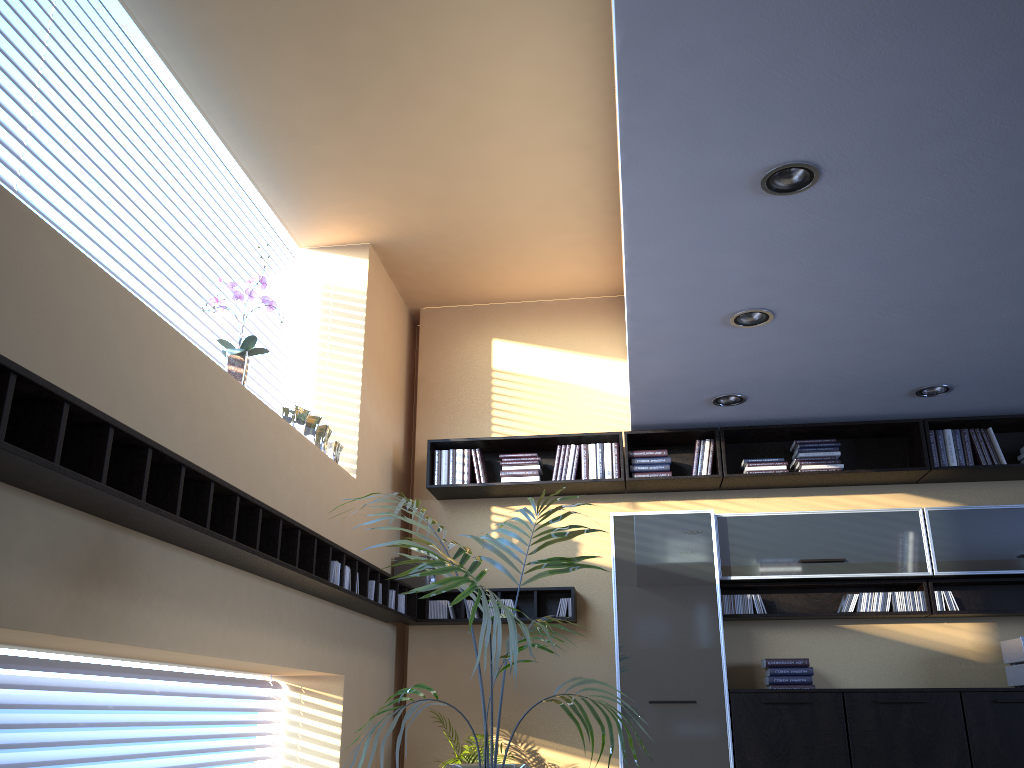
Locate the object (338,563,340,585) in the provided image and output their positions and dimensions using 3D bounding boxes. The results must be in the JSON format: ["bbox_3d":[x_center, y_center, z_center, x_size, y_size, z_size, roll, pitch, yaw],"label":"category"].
[{"bbox_3d":[-0.935,0.958,4.441,0.140,0.117,0.006,-3,-20,7],"label":"object"}]

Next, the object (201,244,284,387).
[{"bbox_3d":[-1.234,-0.276,4.080,0.352,0.689,0.440,4,-20,-12],"label":"object"}]

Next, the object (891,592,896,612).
[{"bbox_3d":[2.379,1.375,5.566,0.009,0.119,0.143,-3,-20,7],"label":"object"}]

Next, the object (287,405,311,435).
[{"bbox_3d":[-1.138,0.210,4.618,0.126,0.158,0.134,-10,-22,26],"label":"object"}]

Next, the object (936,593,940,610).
[{"bbox_3d":[2.637,1.362,5.532,0.009,0.119,0.143,-3,-20,7],"label":"object"}]

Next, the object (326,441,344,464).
[{"bbox_3d":[-1.057,0.420,5.165,0.117,0.148,0.125,-3,-20,8],"label":"object"}]

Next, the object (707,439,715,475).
[{"bbox_3d":[1.327,0.523,5.942,0.075,0.257,0.209,-3,-20,7],"label":"object"}]

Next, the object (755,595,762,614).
[{"bbox_3d":[1.570,1.418,5.674,0.030,0.119,0.143,-3,-20,7],"label":"object"}]

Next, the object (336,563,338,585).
[{"bbox_3d":[-0.937,0.944,4.403,0.142,0.119,0.009,-3,-20,7],"label":"object"}]

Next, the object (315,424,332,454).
[{"bbox_3d":[-1.089,0.329,4.955,0.137,0.172,0.145,1,-20,-2],"label":"object"}]

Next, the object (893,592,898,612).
[{"bbox_3d":[2.389,1.374,5.563,0.009,0.119,0.143,-3,-20,7],"label":"object"}]

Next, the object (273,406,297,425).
[{"bbox_3d":[-1.156,0.185,4.488,0.095,0.112,0.090,-18,-26,40],"label":"object"}]

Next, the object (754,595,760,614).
[{"bbox_3d":[1.559,1.417,5.672,0.030,0.119,0.143,-3,-20,7],"label":"object"}]

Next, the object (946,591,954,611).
[{"bbox_3d":[2.708,1.359,5.523,0.030,0.119,0.143,-3,-20,7],"label":"object"}]

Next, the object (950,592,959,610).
[{"bbox_3d":[2.733,1.359,5.521,0.036,0.115,0.141,-3,-20,8],"label":"object"}]

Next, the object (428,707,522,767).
[{"bbox_3d":[-0.225,2.533,5.164,0.691,1.230,0.844,-17,-26,38],"label":"object"}]

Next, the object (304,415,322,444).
[{"bbox_3d":[-1.116,0.266,4.788,0.137,0.172,0.145,12,-23,-30],"label":"object"}]

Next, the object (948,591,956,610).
[{"bbox_3d":[2.718,1.359,5.523,0.026,0.116,0.141,-3,-20,8],"label":"object"}]

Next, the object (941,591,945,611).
[{"bbox_3d":[2.667,1.361,5.528,0.006,0.117,0.141,-3,-20,7],"label":"object"}]

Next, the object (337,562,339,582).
[{"bbox_3d":[-0.936,0.948,4.412,0.142,0.119,0.009,-3,-20,8],"label":"object"}]

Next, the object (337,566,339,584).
[{"bbox_3d":[-0.936,0.951,4.422,0.140,0.117,0.006,-3,-20,8],"label":"object"}]

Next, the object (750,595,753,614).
[{"bbox_3d":[1.529,1.419,5.679,0.009,0.119,0.143,-3,-20,7],"label":"object"}]

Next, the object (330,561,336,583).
[{"bbox_3d":[-0.945,0.930,4.361,0.142,0.117,0.040,-3,-20,7],"label":"object"}]

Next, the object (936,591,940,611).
[{"bbox_3d":[2.637,1.362,5.530,0.006,0.117,0.141,-3,-20,7],"label":"object"}]

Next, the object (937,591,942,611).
[{"bbox_3d":[2.646,1.360,5.527,0.009,0.119,0.143,-3,-20,7],"label":"object"}]

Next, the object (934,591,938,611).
[{"bbox_3d":[2.627,1.363,5.533,0.009,0.119,0.143,-3,-20,7],"label":"object"}]

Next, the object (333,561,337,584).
[{"bbox_3d":[-0.940,0.937,4.384,0.142,0.119,0.009,-3,-20,8],"label":"object"}]

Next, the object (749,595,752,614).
[{"bbox_3d":[1.518,1.418,5.676,0.009,0.119,0.143,-3,-20,7],"label":"object"}]

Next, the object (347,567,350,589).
[{"bbox_3d":[-0.911,1.007,4.570,0.142,0.119,0.009,-3,-20,7],"label":"object"}]

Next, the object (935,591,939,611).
[{"bbox_3d":[2.626,1.361,5.529,0.006,0.117,0.141,-3,-20,7],"label":"object"}]

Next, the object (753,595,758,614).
[{"bbox_3d":[1.549,1.417,5.672,0.026,0.116,0.141,-3,-20,7],"label":"object"}]

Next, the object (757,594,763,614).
[{"bbox_3d":[1.579,1.415,5.666,0.030,0.119,0.143,-3,-20,7],"label":"object"}]

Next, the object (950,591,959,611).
[{"bbox_3d":[2.733,1.360,5.523,0.040,0.117,0.143,-3,-20,7],"label":"object"}]

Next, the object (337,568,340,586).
[{"bbox_3d":[-0.936,0.959,4.442,0.142,0.119,0.009,-3,-20,7],"label":"object"}]

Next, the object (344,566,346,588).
[{"bbox_3d":[-0.918,0.989,4.522,0.142,0.119,0.009,-3,-20,7],"label":"object"}]

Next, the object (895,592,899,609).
[{"bbox_3d":[2.399,1.375,5.566,0.009,0.119,0.143,-3,-20,7],"label":"object"}]

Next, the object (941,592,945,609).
[{"bbox_3d":[2.667,1.361,5.530,0.009,0.119,0.143,-3,-20,7],"label":"object"}]

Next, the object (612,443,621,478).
[{"bbox_3d":[0.708,0.552,6.019,0.050,0.256,0.209,-3,-20,7],"label":"object"}]

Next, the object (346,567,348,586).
[{"bbox_3d":[-0.916,1.000,4.551,0.142,0.119,0.009,-3,-20,7],"label":"object"}]

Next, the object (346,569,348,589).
[{"bbox_3d":[-0.914,1.000,4.551,0.140,0.117,0.006,-3,-20,7],"label":"object"}]

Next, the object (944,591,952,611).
[{"bbox_3d":[2.697,1.359,5.524,0.030,0.119,0.143,-3,-20,7],"label":"object"}]

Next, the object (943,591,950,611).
[{"bbox_3d":[2.688,1.361,5.528,0.026,0.116,0.141,-3,-20,7],"label":"object"}]

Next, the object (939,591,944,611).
[{"bbox_3d":[2.657,1.362,5.531,0.009,0.119,0.143,-3,-20,8],"label":"object"}]

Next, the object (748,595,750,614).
[{"bbox_3d":[1.508,1.418,5.677,0.006,0.117,0.141,-3,-20,7],"label":"object"}]

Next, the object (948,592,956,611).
[{"bbox_3d":[2.718,1.360,5.525,0.030,0.119,0.143,-3,-20,8],"label":"object"}]

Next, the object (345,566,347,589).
[{"bbox_3d":[-0.915,0.992,4.531,0.142,0.119,0.009,-3,-20,8],"label":"object"}]

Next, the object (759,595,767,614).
[{"bbox_3d":[1.594,1.416,5.667,0.040,0.117,0.143,-3,-20,7],"label":"object"}]

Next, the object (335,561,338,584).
[{"bbox_3d":[-0.938,0.940,4.393,0.142,0.119,0.009,-3,-20,8],"label":"object"}]
